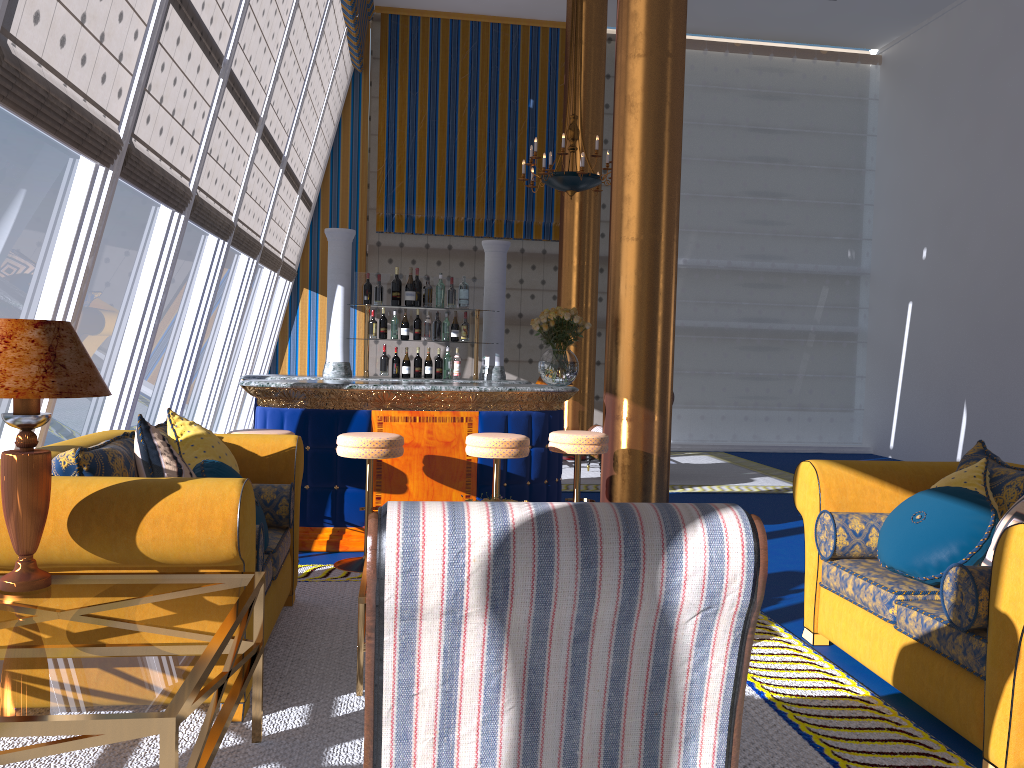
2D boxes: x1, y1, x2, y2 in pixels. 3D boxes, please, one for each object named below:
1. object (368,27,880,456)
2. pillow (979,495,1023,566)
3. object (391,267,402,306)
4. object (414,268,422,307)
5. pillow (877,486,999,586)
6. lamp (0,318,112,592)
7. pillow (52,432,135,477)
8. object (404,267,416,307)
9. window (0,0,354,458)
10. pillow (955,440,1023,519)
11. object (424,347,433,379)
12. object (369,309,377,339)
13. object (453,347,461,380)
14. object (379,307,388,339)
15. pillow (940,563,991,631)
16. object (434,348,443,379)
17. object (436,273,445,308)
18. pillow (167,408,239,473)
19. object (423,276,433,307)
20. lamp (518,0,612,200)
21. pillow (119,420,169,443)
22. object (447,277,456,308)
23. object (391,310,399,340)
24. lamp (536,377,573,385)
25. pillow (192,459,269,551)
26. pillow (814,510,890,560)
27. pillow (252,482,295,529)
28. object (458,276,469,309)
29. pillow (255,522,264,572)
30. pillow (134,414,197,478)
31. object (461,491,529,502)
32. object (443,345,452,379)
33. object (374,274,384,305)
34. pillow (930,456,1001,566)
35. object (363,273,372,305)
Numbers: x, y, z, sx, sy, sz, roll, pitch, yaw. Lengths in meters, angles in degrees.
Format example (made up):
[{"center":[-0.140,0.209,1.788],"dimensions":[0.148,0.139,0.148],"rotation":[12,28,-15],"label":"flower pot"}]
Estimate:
[{"center":[2.105,-7.007,4.544],"dimensions":[63.309,33.617,63.212],"rotation":[2,2,-1],"label":"object"},{"center":[1.892,0.582,3.113],"dimensions":[0.328,0.456,0.520],"rotation":[1,2,-8],"label":"pillow"},{"center":[-0.892,-0.753,6.858],"dimensions":[0.081,0.303,0.081],"rotation":[2,2,-2],"label":"object"},{"center":[-0.741,-0.751,6.905],"dimensions":[0.081,0.303,0.081],"rotation":[2,3,9],"label":"object"},{"center":[1.646,0.585,3.454],"dimensions":[0.455,0.367,0.395],"rotation":[4,3,43],"label":"pillow"},{"center":[-1.420,0.205,2.599],"dimensions":[0.445,0.783,0.447],"rotation":[2,2,7],"label":"lamp"},{"center":[-1.545,0.475,3.325],"dimensions":[0.247,0.549,0.605],"rotation":[1,2,-10],"label":"pillow"},{"center":[-0.787,-0.750,6.873],"dimensions":[0.085,0.303,0.084],"rotation":[1,3,-13],"label":"object"},{"center":[-1.877,-1.865,4.519],"dimensions":[1.624,5.858,15.412],"rotation":[1,2,-7],"label":"window"},{"center":[2.009,0.591,3.736],"dimensions":[0.354,0.673,0.600],"rotation":[2,2,1],"label":"pillow"},{"center":[-0.656,-0.165,6.968],"dimensions":[0.069,0.244,0.068],"rotation":[0,3,-26],"label":"object"},{"center":[-1.065,-0.459,6.796],"dimensions":[0.067,0.225,0.065],"rotation":[0,3,-38],"label":"object"},{"center":[-0.436,-0.165,7.062],"dimensions":[0.061,0.258,0.061],"rotation":[1,2,-7],"label":"object"},{"center":[-0.992,-0.468,6.832],"dimensions":[0.066,0.244,0.065],"rotation":[0,3,-26],"label":"object"},{"center":[1.640,0.701,2.915],"dimensions":[0.373,0.219,0.214],"rotation":[2,2,-3],"label":"pillow"},{"center":[-0.578,-0.161,7.000],"dimensions":[0.066,0.244,0.065],"rotation":[0,3,-26],"label":"object"},{"center":[-0.559,-0.731,6.927],"dimensions":[0.069,0.271,0.069],"rotation":[2,2,3],"label":"object"},{"center":[-1.371,0.401,3.960],"dimensions":[0.328,0.583,0.578],"rotation":[2,2,13],"label":"pillow"},{"center":[-0.657,-0.720,6.920],"dimensions":[0.077,0.248,0.075],"rotation":[-1,3,-44],"label":"object"},{"center":[0.651,-3.125,9.190],"dimensions":[1.069,2.422,1.049],"rotation":[0,3,-31],"label":"lamp"},{"center":[-1.620,0.454,3.924],"dimensions":[0.247,0.547,0.608],"rotation":[1,2,-10],"label":"pillow"},{"center":[-0.475,-0.719,6.978],"dimensions":[0.071,0.246,0.073],"rotation":[4,3,42],"label":"object"},{"center":[-0.907,-0.460,6.859],"dimensions":[0.058,0.230,0.059],"rotation":[4,3,42],"label":"object"},{"center":[0.492,0.179,10.398],"dimensions":[0.450,0.783,0.442],"rotation":[1,3,-23],"label":"lamp"},{"center":[-1.166,0.514,3.669],"dimensions":[0.319,0.404,0.474],"rotation":[2,2,6],"label":"pillow"},{"center":[1.551,0.665,3.895],"dimensions":[0.378,0.219,0.214],"rotation":[2,2,-3],"label":"pillow"},{"center":[-1.221,0.572,4.178],"dimensions":[0.374,0.219,0.214],"rotation":[1,2,-8],"label":"pillow"},{"center":[-0.383,-0.727,7.032],"dimensions":[0.092,0.259,0.091],"rotation":[1,3,-25],"label":"object"},{"center":[-1.091,0.609,3.197],"dimensions":[0.374,0.219,0.174],"rotation":[1,2,-8],"label":"pillow"},{"center":[-1.306,0.426,3.424],"dimensions":[0.282,0.619,0.688],"rotation":[1,2,-10],"label":"pillow"},{"center":[-0.112,0.630,3.660],"dimensions":[0.458,0.388,0.499],"rotation":[1,2,-27],"label":"object"},{"center":[-0.512,-0.171,7.041],"dimensions":[0.068,0.269,0.069],"rotation":[4,3,43],"label":"object"},{"center":[-1.034,-0.733,6.896],"dimensions":[0.071,0.246,0.073],"rotation":[4,3,42],"label":"object"},{"center":[1.861,0.543,3.665],"dimensions":[0.232,0.492,0.610],"rotation":[2,2,-2],"label":"pillow"},{"center":[-1.112,-0.733,6.841],"dimensions":[0.065,0.244,0.065],"rotation":[2,2,-4],"label":"object"}]
